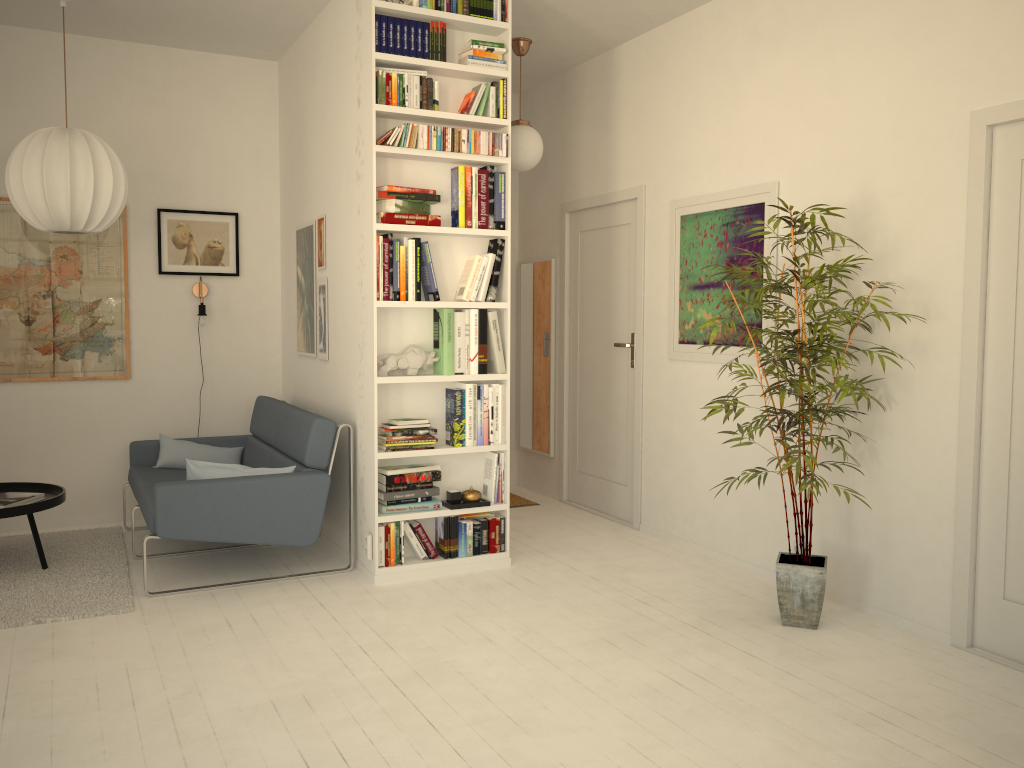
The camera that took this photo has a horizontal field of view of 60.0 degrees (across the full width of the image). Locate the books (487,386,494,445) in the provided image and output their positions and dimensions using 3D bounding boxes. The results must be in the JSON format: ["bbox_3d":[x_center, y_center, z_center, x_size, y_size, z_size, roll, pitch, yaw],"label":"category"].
[{"bbox_3d":[-0.148,0.155,4.516,0.022,0.291,0.208,-2,4,-27],"label":"books"}]

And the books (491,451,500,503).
[{"bbox_3d":[-0.101,0.475,4.542,0.033,0.258,0.130,-2,4,-27],"label":"books"}]

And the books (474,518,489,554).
[{"bbox_3d":[-0.186,0.764,4.564,0.050,0.170,0.221,-2,5,-27],"label":"books"}]

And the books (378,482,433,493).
[{"bbox_3d":[-0.530,0.493,4.346,0.247,0.039,0.143,-2,5,-30],"label":"books"}]

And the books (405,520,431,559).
[{"bbox_3d":[-0.473,0.765,4.381,0.118,0.192,0.118,-2,4,-27],"label":"books"}]

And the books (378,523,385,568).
[{"bbox_3d":[-0.665,0.771,4.297,0.039,0.199,0.185,-2,4,-27],"label":"books"}]

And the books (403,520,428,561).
[{"bbox_3d":[-0.503,0.762,4.373,0.135,0.200,0.134,-2,4,-27],"label":"books"}]

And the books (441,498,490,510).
[{"bbox_3d":[-0.233,0.598,4.448,0.215,0.023,0.130,-2,5,-27],"label":"books"}]

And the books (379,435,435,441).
[{"bbox_3d":[-0.520,0.259,4.335,0.250,0.008,0.135,-2,5,-30],"label":"books"}]

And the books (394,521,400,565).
[{"bbox_3d":[-0.587,0.758,4.343,0.021,0.215,0.174,-2,4,-27],"label":"books"}]

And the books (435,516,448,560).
[{"bbox_3d":[-0.367,0.750,4.443,0.015,0.214,0.202,-2,4,-27],"label":"books"}]

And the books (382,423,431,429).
[{"bbox_3d":[-0.528,0.199,4.332,0.212,0.017,0.165,-2,5,-29],"label":"books"}]

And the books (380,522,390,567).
[{"bbox_3d":[-0.633,0.766,4.309,0.026,0.206,0.187,-2,4,-27],"label":"books"}]

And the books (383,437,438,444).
[{"bbox_3d":[-0.510,0.269,4.362,0.255,0.014,0.197,-1,4,-17],"label":"books"}]

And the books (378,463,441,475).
[{"bbox_3d":[-0.517,0.411,4.365,0.297,0.024,0.162,-3,5,-36],"label":"books"}]

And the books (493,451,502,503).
[{"bbox_3d":[-0.097,0.471,4.575,0.008,0.256,0.184,-2,4,-27],"label":"books"}]

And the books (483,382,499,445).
[{"bbox_3d":[-0.116,0.148,4.520,0.037,0.307,0.161,-2,4,-27],"label":"books"}]

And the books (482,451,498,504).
[{"bbox_3d":[-0.134,0.473,4.563,0.034,0.257,0.209,-2,4,-27],"label":"books"}]

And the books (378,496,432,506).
[{"bbox_3d":[-0.539,0.560,4.363,0.241,0.024,0.168,-2,5,-32],"label":"books"}]

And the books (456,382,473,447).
[{"bbox_3d":[-0.262,0.147,4.480,0.037,0.311,0.241,-2,4,-27],"label":"books"}]

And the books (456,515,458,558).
[{"bbox_3d":[-0.316,0.748,4.477,0.015,0.214,0.202,-2,4,-27],"label":"books"}]

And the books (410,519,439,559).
[{"bbox_3d":[-0.447,0.767,4.401,0.131,0.188,0.136,-2,4,-27],"label":"books"}]

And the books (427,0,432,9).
[{"bbox_3d":[-0.441,-1.827,4.263,0.025,0.131,0.253,-2,5,-27],"label":"books"}]

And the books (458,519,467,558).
[{"bbox_3d":[-0.294,0.764,4.499,0.044,0.179,0.224,-2,4,-27],"label":"books"}]

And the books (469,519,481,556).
[{"bbox_3d":[-0.223,0.770,4.529,0.048,0.163,0.209,-2,5,-27],"label":"books"}]

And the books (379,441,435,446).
[{"bbox_3d":[-0.520,0.283,4.328,0.248,0.009,0.171,-2,5,-24],"label":"books"}]

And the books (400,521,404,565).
[{"bbox_3d":[-0.567,0.758,4.337,0.010,0.215,0.194,-2,4,-27],"label":"books"}]

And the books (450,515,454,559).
[{"bbox_3d":[-0.337,0.749,4.452,0.015,0.214,0.202,-2,4,-27],"label":"books"}]

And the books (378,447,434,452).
[{"bbox_3d":[-0.523,0.308,4.322,0.247,0.009,0.170,-2,5,-24],"label":"books"}]

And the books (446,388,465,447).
[{"bbox_3d":[-0.299,0.163,4.450,0.057,0.284,0.200,-2,4,-27],"label":"books"}]

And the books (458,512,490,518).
[{"bbox_3d":[-0.207,0.660,4.502,0.165,0.006,0.103,-2,5,-27],"label":"books"}]

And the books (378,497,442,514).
[{"bbox_3d":[-0.518,0.593,4.376,0.297,0.038,0.204,-1,5,-22],"label":"books"}]

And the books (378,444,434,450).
[{"bbox_3d":[-0.527,0.296,4.316,0.247,0.014,0.173,-2,5,-28],"label":"books"}]

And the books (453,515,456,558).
[{"bbox_3d":[-0.327,0.748,4.466,0.015,0.214,0.202,-2,4,-27],"label":"books"}]

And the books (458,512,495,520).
[{"bbox_3d":[-0.204,0.667,4.525,0.193,0.011,0.130,-2,5,-27],"label":"books"}]

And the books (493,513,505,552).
[{"bbox_3d":[-0.098,0.759,4.606,0.032,0.176,0.230,-2,5,-27],"label":"books"}]

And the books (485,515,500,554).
[{"bbox_3d":[-0.130,0.760,4.570,0.056,0.180,0.202,-2,4,-27],"label":"books"}]

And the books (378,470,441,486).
[{"bbox_3d":[-0.514,0.449,4.353,0.285,0.047,0.185,-2,5,-27],"label":"books"}]

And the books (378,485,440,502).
[{"bbox_3d":[-0.525,0.529,4.351,0.297,0.039,0.165,-2,5,-32],"label":"books"}]

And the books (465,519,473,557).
[{"bbox_3d":[-0.259,0.765,4.511,0.032,0.176,0.222,-2,4,-27],"label":"books"}]

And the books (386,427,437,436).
[{"bbox_3d":[-0.502,0.230,4.346,0.235,0.025,0.163,-1,4,-21],"label":"books"}]

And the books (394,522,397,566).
[{"bbox_3d":[-0.602,0.762,4.335,0.012,0.206,0.194,-2,4,-27],"label":"books"}]

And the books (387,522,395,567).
[{"bbox_3d":[-0.610,0.763,4.315,0.020,0.210,0.185,-2,4,-27],"label":"books"}]

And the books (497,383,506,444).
[{"bbox_3d":[-0.098,0.146,4.564,0.039,0.303,0.229,-2,4,-27],"label":"books"}]

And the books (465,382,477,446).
[{"bbox_3d":[-0.234,0.146,4.497,0.027,0.310,0.229,-2,4,-27],"label":"books"}]

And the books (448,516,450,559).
[{"bbox_3d":[-0.356,0.749,4.457,0.015,0.214,0.202,-2,4,-27],"label":"books"}]

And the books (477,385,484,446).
[{"bbox_3d":[-0.188,0.155,4.476,0.035,0.304,0.150,-2,4,-27],"label":"books"}]

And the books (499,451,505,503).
[{"bbox_3d":[-0.073,0.472,4.564,0.011,0.256,0.139,-2,4,-27],"label":"books"}]

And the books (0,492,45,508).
[{"bbox_3d":[-2.425,0.564,4.253,0.200,0.031,0.289,1,4,7],"label":"books"}]

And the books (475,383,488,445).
[{"bbox_3d":[-0.176,0.148,4.517,0.025,0.305,0.213,-2,4,-27],"label":"books"}]

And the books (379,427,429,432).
[{"bbox_3d":[-0.537,0.213,4.319,0.221,0.010,0.169,-2,5,-24],"label":"books"}]

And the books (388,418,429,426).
[{"bbox_3d":[-0.509,0.182,4.317,0.166,0.019,0.127,-3,5,-34],"label":"books"}]

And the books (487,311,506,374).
[{"bbox_3d":[-0.124,-0.214,4.521,0.099,0.316,0.229,-2,4,-27],"label":"books"}]

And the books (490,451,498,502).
[{"bbox_3d":[-0.126,0.473,4.569,0.030,0.256,0.198,-2,4,-27],"label":"books"}]

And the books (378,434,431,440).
[{"bbox_3d":[-0.526,0.251,4.311,0.238,0.012,0.120,-2,5,-32],"label":"books"}]

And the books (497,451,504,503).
[{"bbox_3d":[-0.085,0.471,4.568,0.007,0.257,0.181,-2,4,-27],"label":"books"}]
